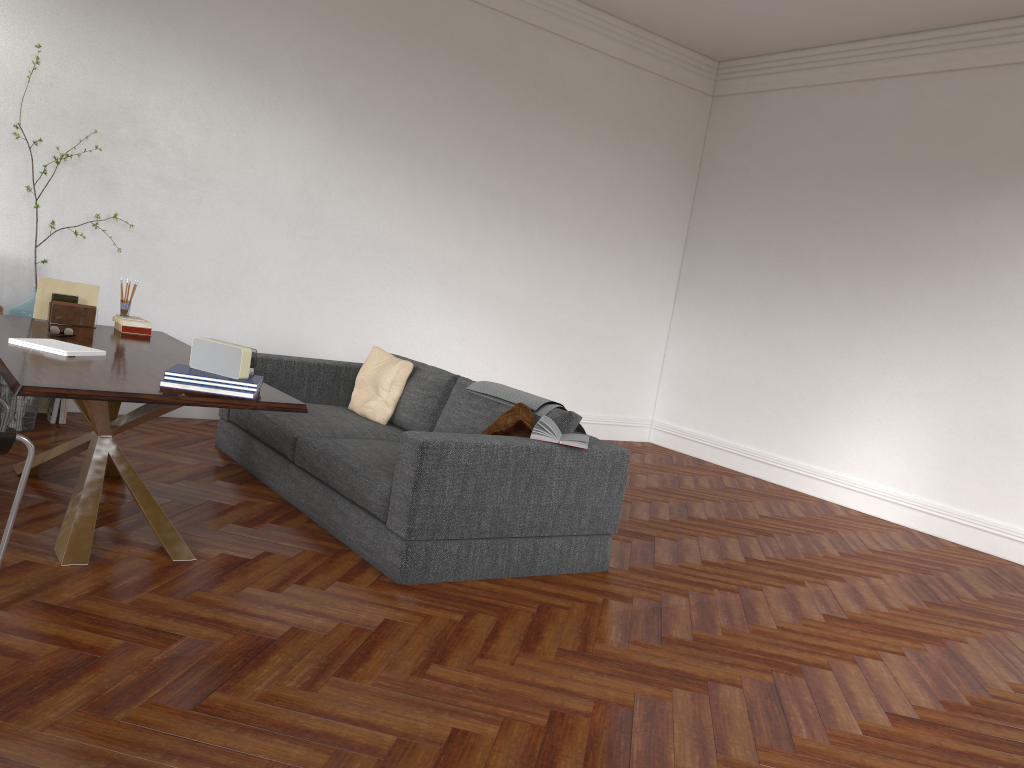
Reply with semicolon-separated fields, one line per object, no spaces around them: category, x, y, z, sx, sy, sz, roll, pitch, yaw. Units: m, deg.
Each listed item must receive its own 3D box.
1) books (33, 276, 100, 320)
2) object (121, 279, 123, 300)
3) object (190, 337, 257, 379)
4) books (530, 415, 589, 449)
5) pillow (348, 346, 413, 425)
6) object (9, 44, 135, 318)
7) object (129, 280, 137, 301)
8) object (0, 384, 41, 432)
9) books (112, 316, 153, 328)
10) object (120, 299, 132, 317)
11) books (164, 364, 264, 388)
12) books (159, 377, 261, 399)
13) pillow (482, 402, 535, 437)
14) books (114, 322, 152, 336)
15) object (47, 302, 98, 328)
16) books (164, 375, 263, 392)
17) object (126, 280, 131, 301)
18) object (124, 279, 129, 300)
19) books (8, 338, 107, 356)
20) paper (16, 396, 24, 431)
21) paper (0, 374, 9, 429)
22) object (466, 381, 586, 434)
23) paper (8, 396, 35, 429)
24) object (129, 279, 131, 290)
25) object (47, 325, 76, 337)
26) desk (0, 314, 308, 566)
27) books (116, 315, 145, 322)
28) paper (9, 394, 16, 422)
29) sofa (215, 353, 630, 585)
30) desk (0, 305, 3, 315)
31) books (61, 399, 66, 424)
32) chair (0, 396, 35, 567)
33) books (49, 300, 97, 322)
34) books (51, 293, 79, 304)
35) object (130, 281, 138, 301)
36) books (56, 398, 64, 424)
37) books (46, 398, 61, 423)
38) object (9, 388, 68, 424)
books;-2.445;-0.451;4.871;0.310;0.240;0.043;5;8;-36
object;-2.183;-0.492;4.969;0.008;0.193;0.049;12;7;23
object;-1.151;-0.103;3.535;0.275;0.126;0.082;13;7;27
books;0.242;0.228;4.321;0.278;0.096;0.224;10;6;5
pillow;-0.870;0.005;5.764;0.225;0.461;0.484;5;8;-36
object;-2.882;-1.082;5.814;0.353;2.063;0.807;14;8;34
object;-2.154;-0.493;5.016;0.037;0.195;0.008;6;7;-24
object;-3.045;0.143;5.453;0.260;0.305;0.260;12;7;18
books;-2.143;-0.351;5.008;0.164;0.028;0.207;5;7;-38
object;-2.184;-0.428;5.004;0.058;0.091;0.058;15;9;40
books;-1.172;-0.033;3.512;0.344;0.017;0.249;8;6;-11
books;-1.184;0.006;3.503;0.347;0.027;0.263;8;6;-11
pillow;-0.065;0.299;4.475;0.330;0.397;0.468;10;6;1
books;-2.140;-0.316;5.009;0.159;0.040;0.215;6;7;-34
object;-2.410;-0.410;4.865;0.228;0.167;0.149;5;8;-36
books;-1.175;-0.016;3.514;0.344;0.017;0.249;8;6;-11
object;-2.157;-0.488;4.973;0.008;0.193;0.049;5;8;-32
object;-2.188;-0.499;5.017;0.008;0.195;0.038;8;7;-10
books;-1.974;-0.159;3.858;0.325;0.026;0.230;11;6;18
paper;-2.979;0.059;5.376;0.033;0.480;0.073;10;7;0
paper;-3.121;-0.048;5.453;0.048;0.627;0.293;3;9;-43
object;0.085;0.230;4.987;0.400;0.388;0.749;5;7;-36
paper;-2.925;-0.020;5.497;0.047;0.611;0.330;14;8;34
object;-2.178;-0.497;5.022;0.008;0.194;0.044;9;7;-6
object;-2.205;-0.256;4.289;0.114;0.047;0.132;11;6;17
desk;-1.911;0.215;4.142;1.030;0.753;2.219;5;7;-36
books;-2.156;-0.372;5.009;0.128;0.008;0.159;6;7;-35
paper;-3.097;0.067;5.521;0.026;0.389;0.125;8;7;-14
sofa;-0.688;0.321;5.206;1.263;0.831;2.636;5;7;-36
desk;-3.939;-0.198;4.947;1.800;0.759;0.645;5;8;-36
books;-2.967;0.137;5.844;0.012;0.232;0.169;4;8;-36
chair;-2.165;0.213;3.140;0.746;0.875;0.750;5;8;-36
books;-2.386;-0.379;4.821;0.221;0.125;0.028;5;8;-36
books;-2.442;-0.412;4.829;0.128;0.158;0.040;5;8;-36
object;-2.146;-0.489;5.005;0.049;0.193;0.008;8;7;-13
books;-2.978;0.136;5.837;0.012;0.232;0.169;4;8;-36
books;-3.005;0.120;5.823;0.054;0.258;0.187;5;8;-35
object;-3.172;0.079;5.796;0.435;0.317;0.340;5;8;-36
